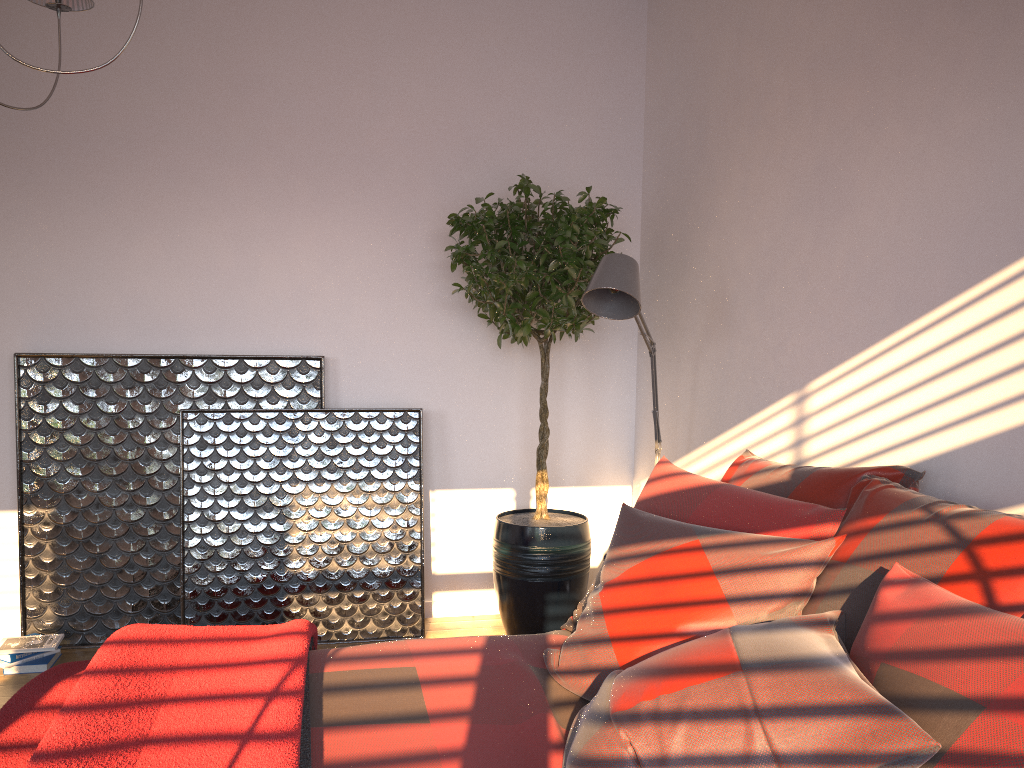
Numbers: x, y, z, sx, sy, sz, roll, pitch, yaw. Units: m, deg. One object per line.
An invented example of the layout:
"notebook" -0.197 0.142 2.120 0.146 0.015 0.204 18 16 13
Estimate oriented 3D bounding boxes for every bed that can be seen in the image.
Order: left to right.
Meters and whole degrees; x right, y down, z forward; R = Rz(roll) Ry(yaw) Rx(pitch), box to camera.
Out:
"bed" -0.060 0.864 1.716 2.313 0.774 2.027 0 3 -13

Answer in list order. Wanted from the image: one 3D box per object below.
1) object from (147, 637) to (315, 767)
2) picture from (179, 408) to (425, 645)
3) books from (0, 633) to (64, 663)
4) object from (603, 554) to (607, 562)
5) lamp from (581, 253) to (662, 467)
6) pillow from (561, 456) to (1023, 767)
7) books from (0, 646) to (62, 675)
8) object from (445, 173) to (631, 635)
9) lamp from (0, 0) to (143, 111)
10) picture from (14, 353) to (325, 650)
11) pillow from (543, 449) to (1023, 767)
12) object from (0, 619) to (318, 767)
"object" -0.846 0.960 1.544 1.122 0.570 2.495 0 3 -12
"picture" -0.900 0.621 3.864 1.025 1.032 0.209 0 6 -13
"books" -1.958 1.052 3.559 0.270 0.050 0.257 0 3 -16
"object" 0.522 0.923 3.488 0.342 0.483 0.336 0 5 -13
"lamp" 0.421 0.129 3.181 0.279 1.133 0.785 4 6 28
"pillow" 0.560 0.548 1.894 0.527 0.554 1.806 0 3 -12
"books" -1.927 1.103 3.555 0.257 0.050 0.269 3 4 32
"object" 0.091 0.125 3.891 0.801 2.030 0.808 0 6 -9
"lamp" -1.269 -1.160 1.626 1.247 1.084 1.095 0 5 -13
"picture" -1.448 0.499 3.845 1.248 1.259 0.171 0 6 -13
"pillow" 0.544 0.580 1.811 1.144 0.737 2.132 0 3 -14
"object" -0.714 0.929 1.607 0.683 0.663 2.633 0 3 -12
